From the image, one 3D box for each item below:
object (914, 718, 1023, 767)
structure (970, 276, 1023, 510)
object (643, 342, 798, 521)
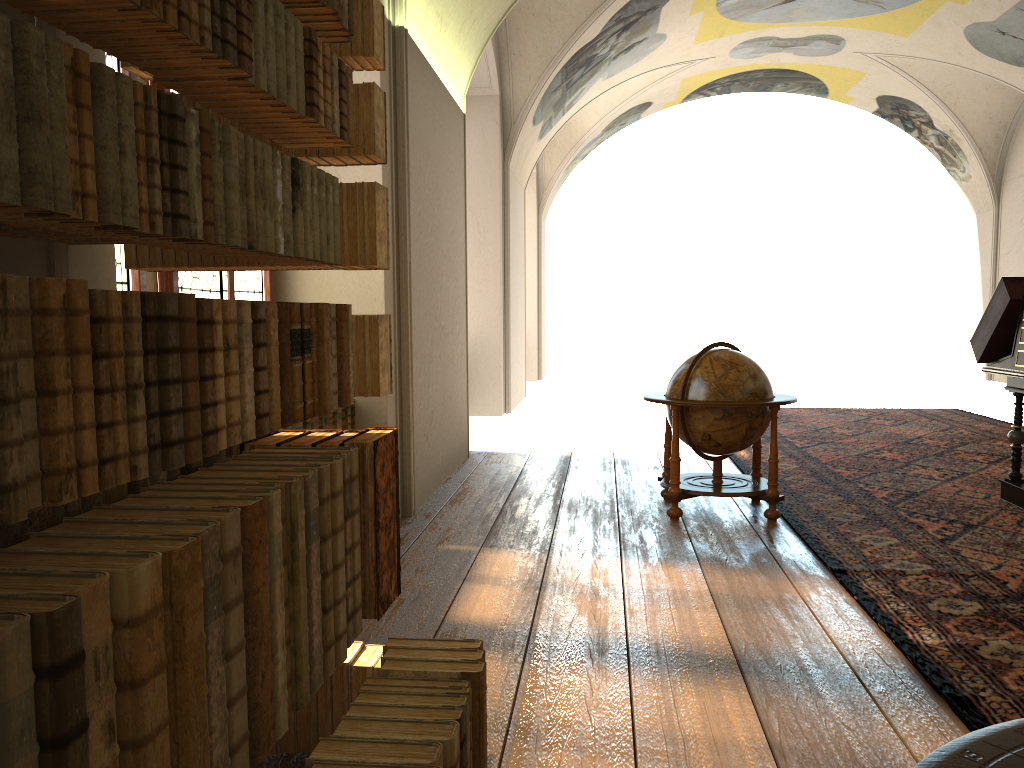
[{"bbox_3d":[1.078,0.879,0.945,1.278,1.451,1.277,-3,6,-31],"label":"object"},{"bbox_3d":[4.678,0.118,7.091,1.245,1.985,1.888,0,5,6],"label":"structure"},{"bbox_3d":[1.765,0.365,7.582,1.278,1.451,1.278,4,7,43],"label":"object"}]
